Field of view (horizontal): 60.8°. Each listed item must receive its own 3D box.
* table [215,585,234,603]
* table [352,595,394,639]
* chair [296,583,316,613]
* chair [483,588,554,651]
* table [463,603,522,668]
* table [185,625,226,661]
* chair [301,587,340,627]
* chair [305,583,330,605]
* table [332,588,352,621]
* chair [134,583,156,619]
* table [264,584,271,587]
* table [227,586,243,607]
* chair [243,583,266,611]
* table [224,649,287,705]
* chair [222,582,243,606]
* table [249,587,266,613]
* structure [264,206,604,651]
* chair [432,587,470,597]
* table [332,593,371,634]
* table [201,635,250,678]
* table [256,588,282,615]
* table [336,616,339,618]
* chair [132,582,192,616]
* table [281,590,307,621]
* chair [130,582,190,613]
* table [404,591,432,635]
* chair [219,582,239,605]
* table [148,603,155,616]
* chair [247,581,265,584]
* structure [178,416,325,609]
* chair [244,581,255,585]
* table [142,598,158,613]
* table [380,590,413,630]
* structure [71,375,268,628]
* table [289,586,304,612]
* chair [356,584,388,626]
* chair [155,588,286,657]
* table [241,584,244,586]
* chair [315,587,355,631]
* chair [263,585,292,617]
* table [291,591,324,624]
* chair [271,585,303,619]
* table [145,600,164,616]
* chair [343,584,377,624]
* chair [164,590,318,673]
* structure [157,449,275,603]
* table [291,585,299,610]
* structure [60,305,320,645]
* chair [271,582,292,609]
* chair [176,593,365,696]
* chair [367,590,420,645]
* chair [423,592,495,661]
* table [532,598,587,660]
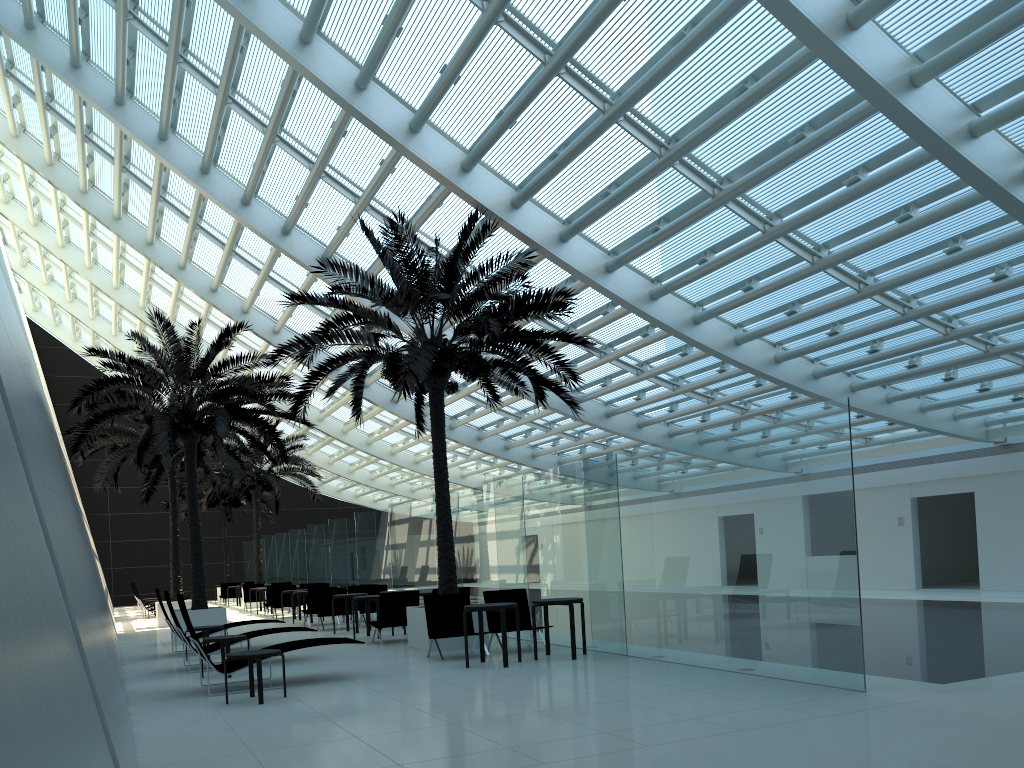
[{"bbox_3d":[-12.180,8.908,36.946,0.684,0.769,0.686,-5,-6,22],"label":"table"},{"bbox_3d":[-2.578,4.324,16.189,0.683,0.769,0.687,-5,-5,18],"label":"table"},{"bbox_3d":[-6.046,6.371,25.971,0.715,0.874,0.903,-1,-6,-25],"label":"chair"},{"bbox_3d":[0.097,3.431,12.656,0.715,0.874,0.903,-1,-6,-25],"label":"chair"},{"bbox_3d":[-0.254,3.218,11.185,0.684,0.769,0.686,-5,-6,22],"label":"table"},{"bbox_3d":[-4.898,4.139,13.947,0.556,0.509,0.560,-5,-7,17],"label":"table"},{"bbox_3d":[-4.506,5.201,20.422,0.715,0.874,0.903,-1,-6,-25],"label":"chair"},{"bbox_3d":[-5.342,6.027,24.414,0.715,0.874,0.903,-1,-6,-25],"label":"chair"},{"bbox_3d":[-4.149,5.525,21.892,0.683,0.769,0.687,-5,-5,18],"label":"table"},{"bbox_3d":[-11.062,6.929,28.148,2.035,1.140,0.938,1,-6,-25],"label":"chair"},{"bbox_3d":[-9.527,8.097,33.540,0.682,0.769,0.687,-4,-5,13],"label":"table"},{"bbox_3d":[-10.406,8.065,33.132,0.682,0.769,0.687,-4,-5,13],"label":"table"},{"bbox_3d":[-8.547,7.124,29.124,0.715,0.874,0.903,-1,-6,-25],"label":"chair"},{"bbox_3d":[-2.724,3.101,9.245,0.556,0.509,0.560,-5,-7,17],"label":"table"},{"bbox_3d":[-10.953,8.272,34.326,0.715,0.874,0.903,-1,-6,-25],"label":"chair"},{"bbox_3d":[-8.010,6.921,27.953,0.682,0.769,0.687,-4,-5,13],"label":"table"},{"bbox_3d":[-1.150,0.696,13.847,4.818,6.919,4.509,-3,-4,-7],"label":"structure"},{"bbox_3d":[-1.211,4.062,15.519,0.715,0.874,0.903,-1,-6,-25],"label":"chair"},{"bbox_3d":[-3.254,4.650,17.670,0.682,0.769,0.687,-4,-5,13],"label":"table"},{"bbox_3d":[-3.811,3.620,11.596,0.556,0.509,0.560,-5,-7,17],"label":"table"},{"bbox_3d":[-7.413,6.632,26.641,0.683,0.769,0.687,-5,-5,18],"label":"table"},{"bbox_3d":[-4.760,5.821,23.235,0.682,0.769,0.687,-4,-5,13],"label":"table"},{"bbox_3d":[-12.150,7.449,30.499,2.035,1.140,0.938,1,-6,-25],"label":"chair"},{"bbox_3d":[-5.639,5.789,22.827,0.682,0.769,0.687,-4,-5,13],"label":"table"},{"bbox_3d":[-13.271,7.984,32.923,2.035,1.140,0.938,1,-6,-25],"label":"chair"},{"bbox_3d":[-1.700,4.356,16.596,0.683,0.769,0.687,-5,-5,18],"label":"table"},{"bbox_3d":[-11.658,8.616,35.884,0.715,0.874,0.903,-1,-6,-25],"label":"chair"},{"bbox_3d":[-10.899,7.005,26.920,0.556,0.509,0.561,-5,-6,13],"label":"table"},{"bbox_3d":[-10.108,8.303,34.718,0.715,0.874,0.903,-1,-6,-25],"label":"chair"},{"bbox_3d":[-9.248,4.560,31.342,4.815,6.918,4.512,-1,-4,-32],"label":"structure"},{"bbox_3d":[-10.813,8.646,36.276,0.715,0.874,0.903,-1,-6,-25],"label":"chair"},{"bbox_3d":[-13.108,8.059,31.695,0.556,0.509,0.560,-5,-7,17],"label":"table"},{"bbox_3d":[-2.375,4.682,18.078,0.682,0.769,0.687,-4,-5,13],"label":"table"},{"bbox_3d":[-9.150,3.012,23.142,4.299,6.793,4.686,-4,-4,8],"label":"structure"},{"bbox_3d":[-6.534,6.664,27.049,0.683,0.769,0.687,-5,-5,18],"label":"table"},{"bbox_3d":[-2.951,4.886,19.246,0.715,0.874,0.903,-1,-6,-25],"label":"chair"},{"bbox_3d":[-5.061,4.064,15.174,2.035,1.140,0.938,1,-6,-25],"label":"chair"},{"bbox_3d":[-11.301,8.940,37.354,0.684,0.769,0.686,-5,-6,22],"label":"table"},{"bbox_3d":[-3.796,4.855,18.853,0.715,0.874,0.903,-1,-6,-25],"label":"chair"},{"bbox_3d":[-6.891,6.340,25.579,0.715,0.874,0.903,-1,-6,-25],"label":"chair"},{"bbox_3d":[-5.028,5.493,21.484,0.683,0.769,0.687,-5,-5,18],"label":"table"},{"bbox_3d":[-6.187,5.997,24.022,0.715,0.874,0.903,-1,-6,-25],"label":"chair"},{"bbox_3d":[-11.987,7.524,29.271,0.556,0.509,0.560,-5,-7,17],"label":"table"},{"bbox_3d":[-3.661,5.232,20.814,0.715,0.874,0.903,-1,-6,-25],"label":"chair"},{"bbox_3d":[-3.974,3.545,12.823,2.035,1.140,0.938,1,-6,-25],"label":"chair"},{"bbox_3d":[-12.667,6.204,38.796,4.873,6.918,4.460,-7,-5,43],"label":"structure"},{"bbox_3d":[-7.131,6.953,28.361,0.682,0.769,0.687,-4,-5,13],"label":"table"},{"bbox_3d":[-6.425,1.838,17.743,4.335,6.734,4.646,-7,-5,43],"label":"structure"},{"bbox_3d":[-7.702,7.154,29.517,0.715,0.874,0.903,-1,-6,-25],"label":"chair"},{"bbox_3d":[-2.886,3.026,10.473,2.035,1.140,0.938,1,-6,-25],"label":"chair"},{"bbox_3d":[-2.056,4.031,15.127,0.715,0.874,0.903,-1,-6,-25],"label":"chair"},{"bbox_3d":[-0.748,3.400,12.264,0.715,0.874,0.903,-1,-6,-25],"label":"chair"},{"bbox_3d":[0.625,3.250,11.593,0.684,0.769,0.686,-5,-6,22],"label":"table"}]
